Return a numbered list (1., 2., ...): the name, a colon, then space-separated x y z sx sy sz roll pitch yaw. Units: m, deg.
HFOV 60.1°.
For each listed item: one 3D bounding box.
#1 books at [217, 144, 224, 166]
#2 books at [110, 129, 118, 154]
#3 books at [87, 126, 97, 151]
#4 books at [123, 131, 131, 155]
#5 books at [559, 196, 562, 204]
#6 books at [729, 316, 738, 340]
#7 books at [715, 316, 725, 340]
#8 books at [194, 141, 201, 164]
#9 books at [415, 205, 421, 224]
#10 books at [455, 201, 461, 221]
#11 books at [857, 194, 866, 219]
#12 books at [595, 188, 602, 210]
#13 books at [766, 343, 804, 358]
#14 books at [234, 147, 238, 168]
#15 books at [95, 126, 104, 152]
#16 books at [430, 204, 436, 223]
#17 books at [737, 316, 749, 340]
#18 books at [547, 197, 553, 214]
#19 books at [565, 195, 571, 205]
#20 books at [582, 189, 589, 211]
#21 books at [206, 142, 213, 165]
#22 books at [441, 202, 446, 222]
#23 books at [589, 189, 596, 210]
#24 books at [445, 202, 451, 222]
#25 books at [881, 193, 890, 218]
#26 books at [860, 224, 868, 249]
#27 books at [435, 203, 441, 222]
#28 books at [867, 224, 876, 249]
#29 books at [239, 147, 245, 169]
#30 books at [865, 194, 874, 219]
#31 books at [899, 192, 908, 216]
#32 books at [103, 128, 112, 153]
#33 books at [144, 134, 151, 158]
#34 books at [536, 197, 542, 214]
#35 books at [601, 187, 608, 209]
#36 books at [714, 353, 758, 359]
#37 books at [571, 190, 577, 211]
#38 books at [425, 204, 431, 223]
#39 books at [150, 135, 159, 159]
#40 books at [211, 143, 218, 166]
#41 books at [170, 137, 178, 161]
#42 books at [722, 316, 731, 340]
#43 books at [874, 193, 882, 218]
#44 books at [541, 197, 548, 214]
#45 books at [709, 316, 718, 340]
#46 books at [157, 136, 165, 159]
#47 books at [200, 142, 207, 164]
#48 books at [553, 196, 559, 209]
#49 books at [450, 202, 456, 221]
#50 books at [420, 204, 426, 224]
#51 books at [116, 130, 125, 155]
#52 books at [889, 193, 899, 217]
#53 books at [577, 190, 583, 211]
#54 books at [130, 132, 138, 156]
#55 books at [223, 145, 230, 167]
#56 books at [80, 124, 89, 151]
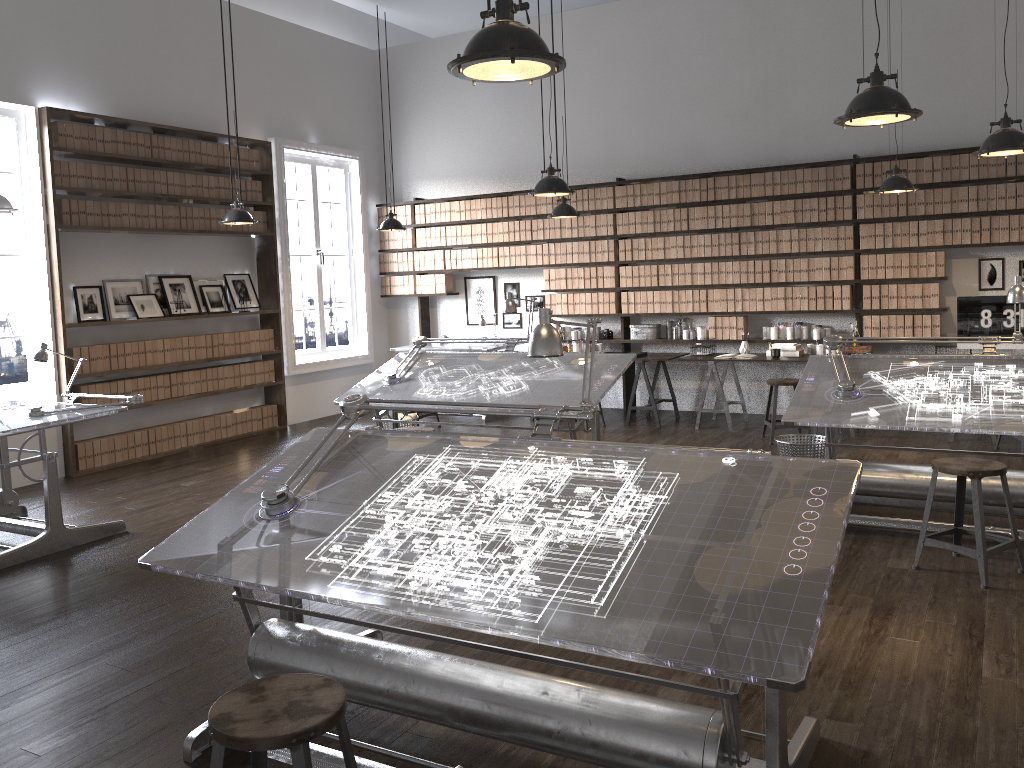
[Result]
1. books: -2.941 -2.246 8.760 0.174 0.225 0.067 0 5 29
2. books: -3.527 -2.100 7.721 0.174 0.225 0.067 0 5 30
3. books: -3.628 -2.075 7.543 0.174 0.225 0.067 0 5 30
4. books: -3.462 -2.116 7.839 0.174 0.225 0.067 0 5 30
5. books: 0.576 -1.958 9.556 0.067 0.225 0.175 0 5 30
6. books: 2.207 -0.557 8.750 0.067 0.225 0.175 0 5 29
7. books: 2.086 -0.560 8.823 0.067 0.225 0.175 0 5 30
8. books: -3.076 -2.211 8.511 0.174 0.225 0.067 0 5 29
9. books: -1.067 -2.001 10.483 0.067 0.225 0.175 0 5 30
10. books: -0.582 -1.988 10.205 0.067 0.225 0.175 0 5 29
11. books: 3.200 -1.612 8.095 0.067 0.225 0.175 0 5 30
12. books: 0.944 -1.948 9.348 0.067 0.225 0.175 0 5 29
13. books: 2.523 -0.328 8.222 0.294 0.147 0.387 1 7 29
14. books: -2.840 -2.272 8.939 0.174 0.225 0.067 0 5 29
15. books: -3.590 -2.083 7.602 0.174 0.225 0.067 0 5 29
16. books: -0.878 -1.996 10.371 0.067 0.225 0.175 0 5 30
17. books: 2.272 -0.556 8.719 0.067 0.225 0.175 0 5 29
18. books: 0.451 -1.960 9.620 0.067 0.225 0.175 0 5 29
19. books: 0.635 -1.956 9.518 0.067 0.225 0.175 0 5 29
20. books: 0.816 -1.951 9.417 0.067 0.225 0.175 0 5 29
21. books: -3.008 -2.229 8.638 0.174 0.225 0.067 0 5 30
22. books: -0.752 -1.993 10.305 0.067 0.225 0.175 0 5 29
23. books: 0.882 -1.949 9.381 0.067 0.225 0.175 0 5 29
24. books: -0.696 -1.991 10.267 0.067 0.225 0.175 0 5 30
25. books: 3.382 -1.607 7.993 0.067 0.225 0.175 0 5 30
26. books: 3.231 -1.345 8.102 0.067 0.225 0.175 0 5 29
27. books: -0.814 -1.995 10.340 0.067 0.225 0.175 0 5 29
28. books: 3.284 -1.342 8.067 0.067 0.225 0.175 0 5 30
29. books: -2.803 -2.280 8.994 0.174 0.225 0.067 0 5 30
30. books: 3.261 -1.610 8.056 0.067 0.225 0.175 0 5 30
31. books: 3.502 -1.604 7.922 0.067 0.225 0.175 0 5 30
32. books: -3.556 -2.092 7.666 0.174 0.225 0.067 0 5 30
33. books: -3.359 -2.142 8.024 0.174 0.225 0.067 0 5 29
34. books: 0.335 -1.964 9.690 0.067 0.225 0.175 0 5 30
35. books: 1.002 -1.946 9.311 0.067 0.225 0.175 0 5 30
36. books: 2.093 -0.260 8.267 0.354 0.029 0.257 2 8 30
37. books: 0.696 -1.953 9.480 0.067 0.225 0.175 0 5 29
38. books: -0.937 -1.998 10.410 0.067 0.225 0.175 0 5 30
39. books: -3.317 -2.152 8.086 0.174 0.225 0.067 0 5 30
40. books: -2.977 -2.238 8.701 0.174 0.225 0.067 0 5 29
41. books: -3.215 -2.178 8.271 0.174 0.225 0.067 0 5 29
42. books: 2.148 -0.559 8.788 0.067 0.225 0.175 0 5 30
43. books: 3.324 -1.608 8.020 0.067 0.225 0.175 0 5 29
44. books: 0.389 -1.962 9.657 0.067 0.225 0.175 0 5 30
45. books: 2.024 -0.561 8.851 0.067 0.225 0.175 0 5 29
46. books: -3.285 -2.161 8.153 0.174 0.225 0.067 0 5 29
47. books: -3.040 -2.220 8.574 0.174 0.225 0.067 0 5 30
48. books: 0.514 -1.959 9.589 0.067 0.225 0.175 0 5 30
49. books: -0.636 -1.990 10.238 0.067 0.225 0.175 0 5 29
50. books: -1.005 -1.999 10.442 0.067 0.225 0.175 0 5 29
51. books: -3.490 -2.108 7.777 0.174 0.225 0.067 0 5 29
52. books: 3.440 -1.606 7.963 0.067 0.225 0.175 0 5 29
53. books: 0.759 -1.952 9.444 0.067 0.225 0.175 0 5 30
54. books: -3.428 -2.125 7.900 0.174 0.225 0.067 0 5 30
55. books: -2.903 -2.255 8.819 0.174 0.225 0.067 0 5 30
56. books: -3.664 -2.066 7.483 0.174 0.225 0.067 0 5 30
